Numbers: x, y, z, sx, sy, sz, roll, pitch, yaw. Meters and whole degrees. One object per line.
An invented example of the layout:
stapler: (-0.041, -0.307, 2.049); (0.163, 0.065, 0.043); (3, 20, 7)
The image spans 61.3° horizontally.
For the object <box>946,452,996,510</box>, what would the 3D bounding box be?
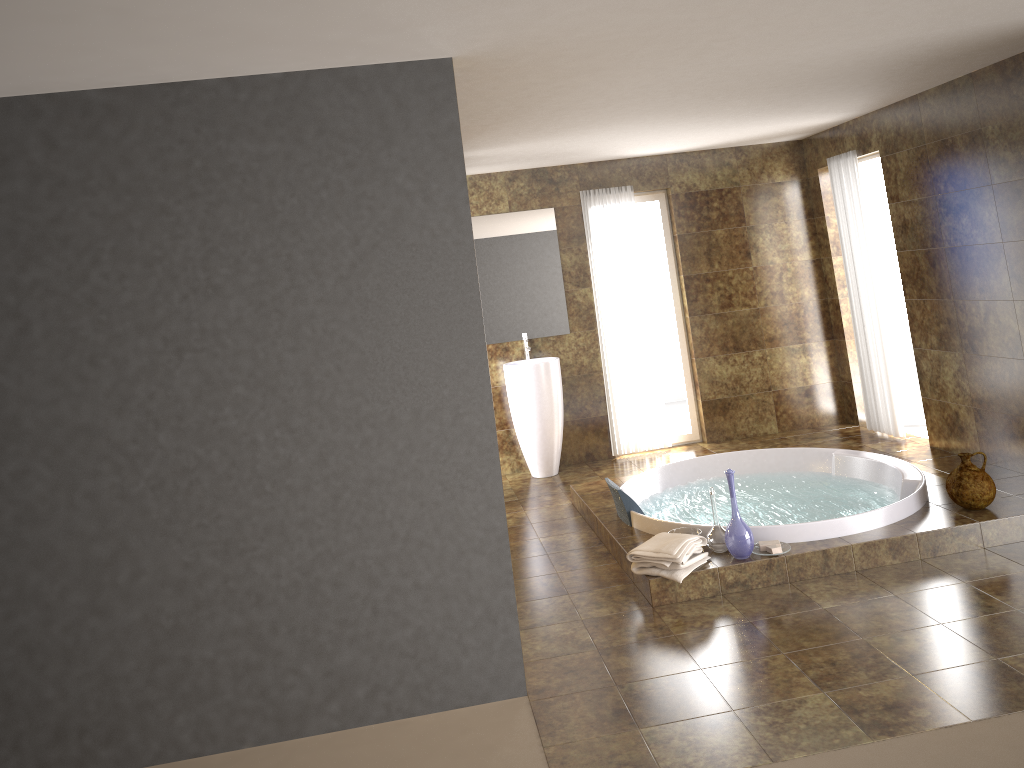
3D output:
object: (2.354, 0.498, 4.447); (0.232, 0.277, 0.226); (-6, -1, -35)

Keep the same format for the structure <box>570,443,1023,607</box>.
structure: (1.510, 0.726, 5.103); (2.011, 0.125, 1.998); (-8, 7, -7)

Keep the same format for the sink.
sink: (0.198, 0.162, 6.968); (0.460, 1.145, 0.430); (-7, -5, -4)

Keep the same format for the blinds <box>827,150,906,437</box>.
blinds: (2.805, -0.739, 6.930); (0.069, 2.295, 0.475); (-6, -6, -6)

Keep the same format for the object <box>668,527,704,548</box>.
object: (0.877, 0.790, 4.367); (0.171, 0.076, 0.168); (-9, 5, -25)

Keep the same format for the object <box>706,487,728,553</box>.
object: (1.010, 0.668, 4.279); (0.130, 0.310, 0.128); (-7, -4, 1)

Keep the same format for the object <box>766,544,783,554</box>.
object: (1.245, 0.785, 4.102); (0.053, 0.034, 0.073); (-7, 4, -6)

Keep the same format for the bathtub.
bathtub: (1.508, 0.718, 5.102); (1.732, 0.526, 1.769); (-5, 6, 24)

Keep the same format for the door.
door: (3.397, -0.793, 7.189); (0.948, 2.245, 0.040); (-9, -6, 26)

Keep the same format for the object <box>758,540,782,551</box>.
object: (1.244, 0.780, 4.172); (0.100, 0.032, 0.061); (-6, 4, 8)

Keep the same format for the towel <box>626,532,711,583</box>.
towel: (0.746, 0.816, 4.144); (0.334, 0.151, 0.325); (-4, 6, 38)

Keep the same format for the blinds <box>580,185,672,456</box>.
blinds: (0.954, -0.564, 7.334); (0.521, 2.283, 0.066); (-6, -6, -8)

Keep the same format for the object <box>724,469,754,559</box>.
object: (1.075, 0.619, 4.157); (0.136, 0.423, 0.133); (-7, -5, 1)

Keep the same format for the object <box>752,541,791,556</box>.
object: (1.244, 0.797, 4.159); (0.191, 0.018, 0.188); (-9, 7, -18)

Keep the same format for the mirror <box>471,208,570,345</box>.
mirror: (0.045, -0.916, 7.305); (0.770, 1.100, 0.008); (-7, -6, -7)
